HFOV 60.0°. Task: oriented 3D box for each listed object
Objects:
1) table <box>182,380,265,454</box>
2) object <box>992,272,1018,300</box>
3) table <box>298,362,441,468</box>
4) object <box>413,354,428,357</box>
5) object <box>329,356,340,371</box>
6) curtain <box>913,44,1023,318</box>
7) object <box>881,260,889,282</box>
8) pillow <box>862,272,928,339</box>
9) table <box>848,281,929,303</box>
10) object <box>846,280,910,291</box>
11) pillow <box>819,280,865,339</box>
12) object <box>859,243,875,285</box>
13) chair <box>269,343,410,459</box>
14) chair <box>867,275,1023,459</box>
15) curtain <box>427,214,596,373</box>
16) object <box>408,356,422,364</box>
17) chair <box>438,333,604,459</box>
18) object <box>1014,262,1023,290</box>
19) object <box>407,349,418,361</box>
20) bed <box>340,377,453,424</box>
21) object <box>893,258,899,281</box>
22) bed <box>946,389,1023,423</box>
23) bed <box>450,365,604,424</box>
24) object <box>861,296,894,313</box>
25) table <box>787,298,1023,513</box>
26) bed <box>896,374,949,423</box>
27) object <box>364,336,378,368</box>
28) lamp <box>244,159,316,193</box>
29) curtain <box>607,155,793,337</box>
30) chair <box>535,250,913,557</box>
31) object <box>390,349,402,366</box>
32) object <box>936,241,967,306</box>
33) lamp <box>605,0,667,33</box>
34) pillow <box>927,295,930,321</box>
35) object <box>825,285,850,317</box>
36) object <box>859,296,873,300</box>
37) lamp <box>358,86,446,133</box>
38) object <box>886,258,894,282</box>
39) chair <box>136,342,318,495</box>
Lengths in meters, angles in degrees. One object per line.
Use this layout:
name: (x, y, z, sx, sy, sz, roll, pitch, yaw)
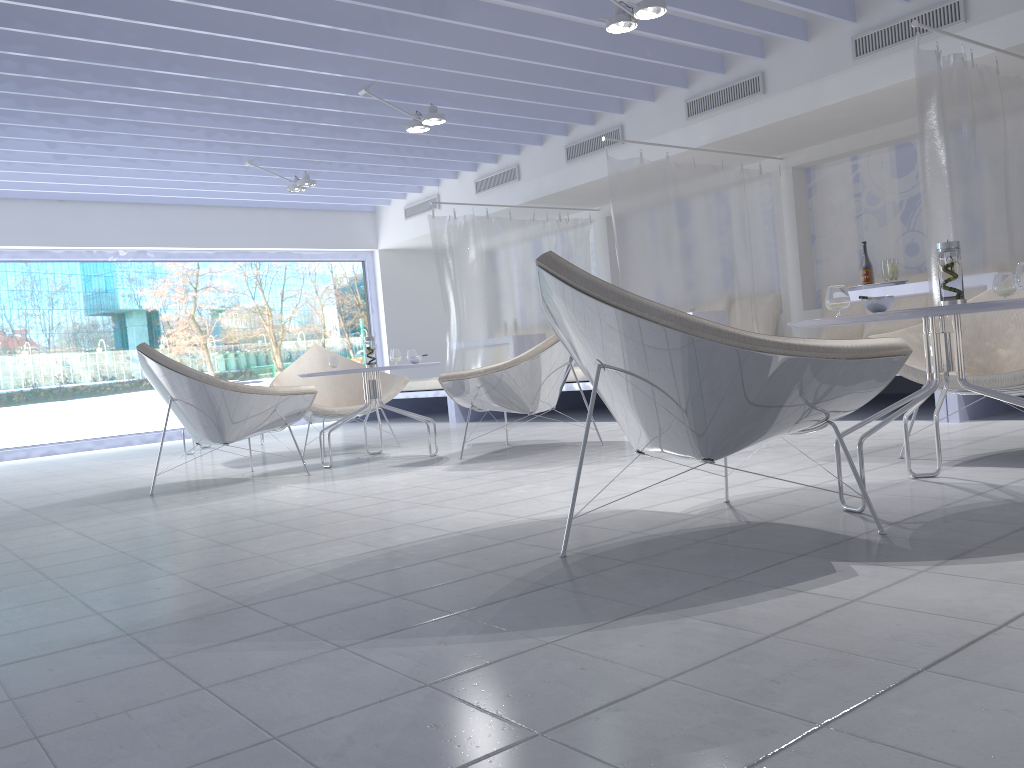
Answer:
table: (-2.450, 0.272, 7.350, 0.825, 0.534, 0.823, -5, 1, 9)
object: (1.478, -0.287, 2.660, 0.068, 0.091, 0.068, -4, 2, 42)
table: (-0.805, 0.174, 5.181, 0.823, 0.534, 0.825, -4, 2, 43)
object: (-0.526, -0.158, 5.046, 0.098, 0.016, 0.012, -5, 1, 19)
object: (-1.065, -0.120, 5.324, 0.068, 0.091, 0.068, -6, 1, -15)
curtain: (2.808, -0.991, 4.952, 2.050, 1.552, 0.151, -6, 2, -38)
object: (2.397, -0.706, 5.690, 0.059, 0.174, 0.059, -5, 1, 20)
pillow: (2.863, -0.579, 6.548, 0.537, 0.527, 0.233, -4, 2, 32)
table: (2.551, -0.396, 5.466, 0.416, 0.450, 1.065, -6, 2, -38)
object: (2.347, -0.625, 5.706, 0.275, 0.031, 0.429, -6, 2, -36)
pillow: (2.622, -0.542, 6.905, 0.230, 0.521, 0.524, -6, 2, -36)
object: (2.301, -0.773, 5.766, 0.092, 0.302, 0.092, -5, 1, 20)
chair: (-1.233, 0.078, 6.100, 0.906, 0.759, 0.753, -6, 2, -27)
chair: (1.884, -0.137, 3.237, 0.753, 0.759, 0.906, -6, 2, -34)
curtain: (0.117, -0.829, 8.452, 2.050, 1.552, 0.151, -6, 2, -38)
object: (-0.552, -0.136, 5.061, 0.082, 0.043, 0.082, -5, 1, 21)
chair: (0.122, -0.018, 4.935, 0.753, 0.759, 0.906, -5, 1, 23)
object: (1.300, -0.261, 2.229, 0.068, 0.091, 0.068, -4, 2, 42)
object: (-0.608, -0.163, 5.411, 0.068, 0.091, 0.068, -4, 2, 45)
bed: (-0.421, 0.096, 9.385, 2.022, 0.422, 2.200, -6, 2, -38)
object: (2.436, -0.708, 5.638, 0.059, 0.174, 0.059, -5, 1, 20)
bed: (3.602, -0.147, 4.126, 2.016, 0.427, 2.200, -6, 2, -38)
bed: (0.913, 0.014, 7.624, 2.016, 0.427, 2.200, -6, 2, -38)
object: (0.982, -0.211, 2.377, 0.082, 0.043, 0.082, -6, 2, -36)
table: (1.235, 0.052, 2.525, 0.823, 0.534, 0.825, -4, 2, 29)
bed: (2.269, -0.065, 5.886, 2.022, 0.422, 2.200, -6, 2, -38)
object: (-0.831, -0.187, 5.207, 0.075, 0.189, 0.075, -4, 2, 44)
lamp: (-2.076, -1.863, 7.895, 0.587, 0.218, 0.380, -6, 2, -38)
curtain: (1.502, -0.893, 6.719, 1.998, 1.559, 0.125, -6, 2, -39)
chair: (0.434, 0.016, 2.323, 0.753, 0.759, 0.906, -6, 1, -20)
object: (-0.647, -0.148, 4.936, 0.068, 0.091, 0.068, -5, 1, -9)
object: (1.247, -0.310, 2.523, 0.075, 0.185, 0.075, -5, 1, 15)
lamp: (0.482, -2.016, 4.568, 0.587, 0.218, 0.380, -6, 2, -38)
pillow: (3.130, -0.569, 6.114, 0.307, 0.482, 0.528, -6, 2, -42)
object: (0.927, -0.234, 2.523, 0.068, 0.091, 0.068, -4, 2, 42)
object: (0.952, -0.228, 2.361, 0.098, 0.016, 0.012, -6, 2, -38)
lamp: (-0.791, -1.940, 6.224, 0.587, 0.218, 0.380, -6, 2, -38)
object: (2.390, -0.703, 5.594, 0.059, 0.174, 0.059, -5, 1, 20)
chair: (-1.563, 0.142, 4.657, 0.753, 0.759, 0.906, -6, 2, -42)
